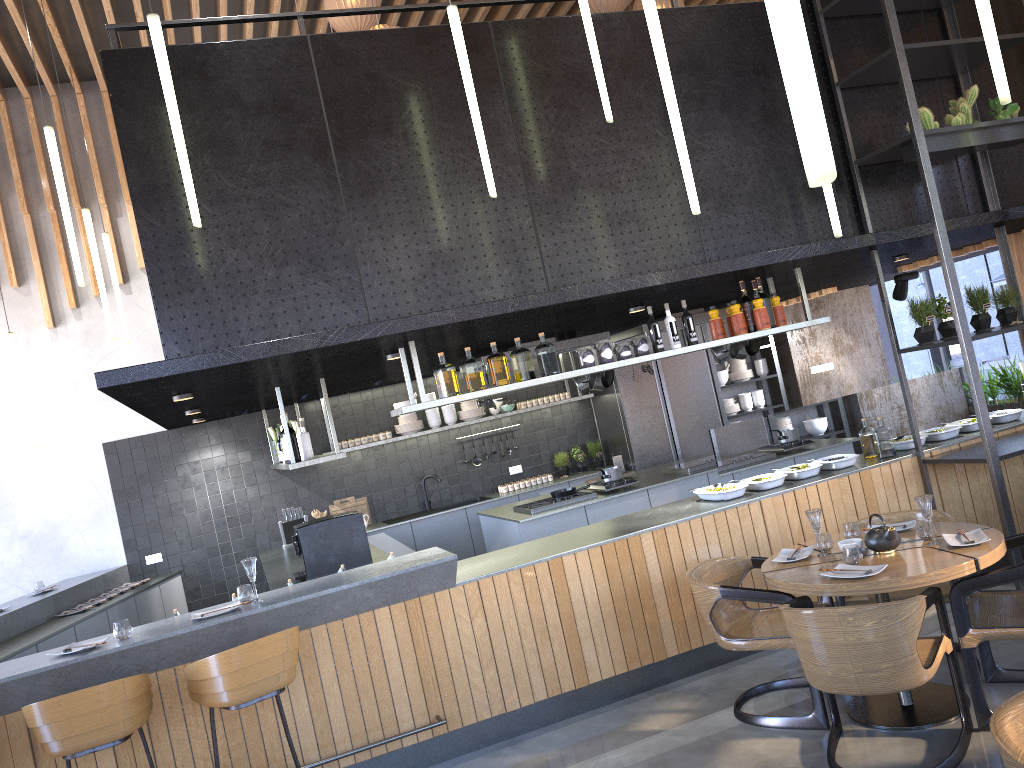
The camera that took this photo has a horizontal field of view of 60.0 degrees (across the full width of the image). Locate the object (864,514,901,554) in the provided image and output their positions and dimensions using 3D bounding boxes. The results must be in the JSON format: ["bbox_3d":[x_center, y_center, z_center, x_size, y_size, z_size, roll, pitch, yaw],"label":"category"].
[{"bbox_3d":[1.760,0.707,4.226,0.168,0.179,0.163,-13,-2,37],"label":"object"}]

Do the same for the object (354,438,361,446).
[{"bbox_3d":[-1.589,0.593,9.119,0.062,0.078,0.062,-12,-1,-23],"label":"object"}]

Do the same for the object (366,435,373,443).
[{"bbox_3d":[-1.486,0.573,9.225,0.062,0.078,0.062,-12,-1,-23],"label":"object"}]

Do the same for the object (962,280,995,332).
[{"bbox_3d":[3.159,-0.542,5.990,0.186,0.367,0.196,-13,-1,27],"label":"object"}]

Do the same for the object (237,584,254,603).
[{"bbox_3d":[-1.409,1.109,4.685,0.086,0.086,0.086,-12,-1,-18],"label":"object"}]

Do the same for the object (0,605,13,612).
[{"bbox_3d":[-4.062,1.774,6.903,0.294,0.025,0.170,-13,-1,20],"label":"object"}]

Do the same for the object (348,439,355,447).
[{"bbox_3d":[-1.651,0.607,9.098,0.062,0.078,0.062,-12,-1,-23],"label":"object"}]

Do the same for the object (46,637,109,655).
[{"bbox_3d":[-2.093,1.283,4.322,0.294,0.025,0.170,-13,-1,19],"label":"object"}]

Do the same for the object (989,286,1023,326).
[{"bbox_3d":[3.398,-0.549,6.089,0.211,0.283,0.221,-12,-1,-5],"label":"object"}]

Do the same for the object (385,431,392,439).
[{"bbox_3d":[-1.283,0.528,9.223,0.062,0.078,0.062,-12,-1,-23],"label":"object"}]

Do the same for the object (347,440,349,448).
[{"bbox_3d":[-1.671,0.613,9.163,0.062,0.078,0.062,-12,-1,-23],"label":"object"}]

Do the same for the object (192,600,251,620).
[{"bbox_3d":[-1.474,1.151,4.508,0.294,0.025,0.170,-12,-1,-20],"label":"object"}]

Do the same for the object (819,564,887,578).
[{"bbox_3d":[1.501,0.838,3.956,0.170,0.025,0.294,-11,-2,-38],"label":"object"}]

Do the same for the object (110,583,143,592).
[{"bbox_3d":[-3.527,1.865,8.113,0.294,0.025,0.170,-12,-1,-2],"label":"object"}]

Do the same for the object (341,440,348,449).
[{"bbox_3d":[-1.712,0.620,9.077,0.062,0.078,0.062,-12,-1,-23],"label":"object"}]

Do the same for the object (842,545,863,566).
[{"bbox_3d":[1.573,0.793,4.099,0.086,0.086,0.086,-13,-2,35],"label":"object"}]

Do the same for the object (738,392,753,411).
[{"bbox_3d":[2.799,0.215,10.605,0.143,0.214,0.149,-13,-1,10],"label":"object"}]

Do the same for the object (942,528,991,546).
[{"bbox_3d":[2.092,0.710,4.096,0.170,0.025,0.294,-13,-1,17],"label":"object"}]

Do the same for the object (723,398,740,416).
[{"bbox_3d":[2.544,0.279,10.527,0.304,0.195,0.300,-12,-1,-7],"label":"object"}]

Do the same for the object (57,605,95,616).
[{"bbox_3d":[-3.539,1.848,7.222,0.294,0.025,0.170,-12,-1,-2],"label":"object"}]

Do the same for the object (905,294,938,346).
[{"bbox_3d":[2.705,-0.445,5.837,0.186,0.367,0.196,-13,-1,27],"label":"object"}]

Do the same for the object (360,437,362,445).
[{"bbox_3d":[-1.547,0.586,9.205,0.062,0.078,0.062,-12,-1,-23],"label":"object"}]

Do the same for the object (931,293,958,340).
[{"bbox_3d":[2.897,-0.456,5.952,0.172,0.311,0.179,-12,-1,-7],"label":"object"}]

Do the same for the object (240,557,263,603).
[{"bbox_3d":[-1.347,1.021,4.612,0.082,0.227,0.082,-13,-1,16],"label":"object"}]

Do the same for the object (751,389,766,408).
[{"bbox_3d":[2.965,0.179,10.661,0.143,0.214,0.149,-13,-1,10],"label":"object"}]

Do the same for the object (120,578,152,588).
[{"bbox_3d":[-3.521,1.868,8.323,0.294,0.025,0.170,-12,-1,-2],"label":"object"}]

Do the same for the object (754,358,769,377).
[{"bbox_3d":[2.997,-0.194,10.647,0.143,0.214,0.149,-13,-1,10],"label":"object"}]

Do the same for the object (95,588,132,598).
[{"bbox_3d":[-3.534,1.862,7.902,0.294,0.025,0.170,-12,-1,-2],"label":"object"}]

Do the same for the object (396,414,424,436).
[{"bbox_3d":[-1.088,0.430,9.356,0.304,0.195,0.300,-12,-1,-7],"label":"object"}]

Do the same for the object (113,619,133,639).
[{"bbox_3d":[-1.929,1.217,4.392,0.086,0.086,0.086,-11,-2,-43],"label":"object"}]

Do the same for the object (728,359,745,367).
[{"bbox_3d":[2.698,-0.256,10.627,0.204,0.106,0.204,-13,-2,38],"label":"object"}]

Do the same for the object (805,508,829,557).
[{"bbox_3d":[1.521,0.739,4.408,0.082,0.227,0.082,-12,-1,2],"label":"object"}]

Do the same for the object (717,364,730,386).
[{"bbox_3d":[2.429,-0.091,10.463,0.249,0.243,0.248,-12,-1,-18],"label":"object"}]

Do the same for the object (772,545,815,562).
[{"bbox_3d":[1.440,0.863,4.511,0.170,0.025,0.294,-13,-1,30],"label":"object"}]

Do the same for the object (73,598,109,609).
[{"bbox_3d":[-3.530,1.851,7.451,0.294,0.025,0.170,-12,-1,-2],"label":"object"}]

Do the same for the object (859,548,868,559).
[{"bbox_3d":[1.641,0.803,4.182,0.080,0.042,0.080,-12,-1,-33],"label":"object"}]

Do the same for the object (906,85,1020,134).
[{"bbox_3d":[2.743,-2.516,5.732,0.922,1.819,0.232,-12,-1,-19],"label":"object"}]

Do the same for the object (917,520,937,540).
[{"bbox_3d":[1.992,0.704,4.261,0.086,0.086,0.086,-13,-1,19],"label":"object"}]

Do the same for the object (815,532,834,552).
[{"bbox_3d":[1.578,0.800,4.481,0.086,0.086,0.086,-12,-1,-32],"label":"object"}]

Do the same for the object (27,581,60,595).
[{"bbox_3d":[-4.093,1.766,7.690,0.269,0.086,0.319,-13,-1,7],"label":"object"}]

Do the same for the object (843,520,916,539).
[{"bbox_3d":[1.899,0.732,4.597,0.335,0.086,0.253,-13,-1,30],"label":"object"}]

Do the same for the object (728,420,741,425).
[{"bbox_3d":[2.616,0.494,10.471,0.204,0.106,0.204,-13,-2,38],"label":"object"}]

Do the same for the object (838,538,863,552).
[{"bbox_3d":[1.643,0.793,4.292,0.116,0.065,0.116,-12,-1,-34],"label":"object"}]

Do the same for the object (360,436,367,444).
[{"bbox_3d":[-1.527,0.580,9.140,0.062,0.078,0.062,-12,-1,-23],"label":"object"}]

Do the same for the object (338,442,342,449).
[{"bbox_3d":[-1.776,0.633,9.056,0.062,0.078,0.062,-12,-1,-13],"label":"object"}]

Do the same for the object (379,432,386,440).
[{"bbox_3d":[-1.344,0.541,9.202,0.062,0.078,0.062,-12,-1,-23],"label":"object"}]

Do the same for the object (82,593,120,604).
[{"bbox_3d":[-3.537,1.858,7.675,0.294,0.025,0.170,-12,-1,-2],"label":"object"}]

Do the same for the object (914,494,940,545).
[{"bbox_3d":[1.954,0.638,4.159,0.082,0.227,0.082,-12,-1,-25],"label":"object"}]

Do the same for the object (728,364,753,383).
[{"bbox_3d":[2.725,-0.125,10.622,0.304,0.195,0.300,-12,-1,-7],"label":"object"}]
